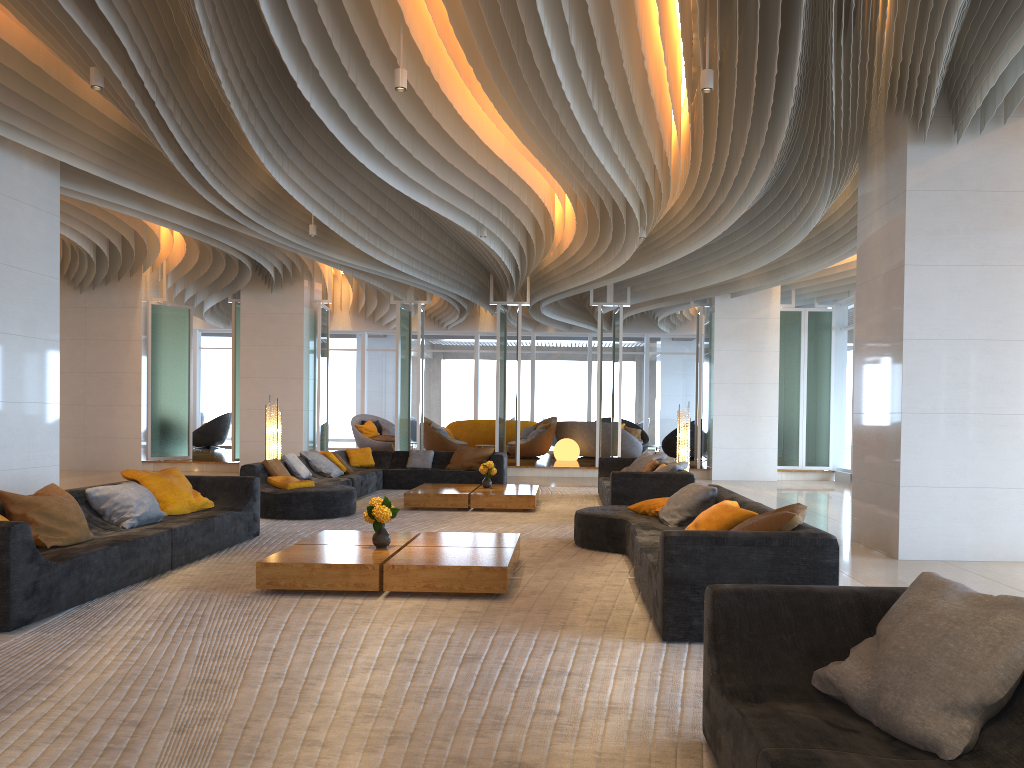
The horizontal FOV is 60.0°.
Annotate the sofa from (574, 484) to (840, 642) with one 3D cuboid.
[{"bbox_3d":[1.187,1.131,6.598,1.350,0.583,4.146,1,-2,2],"label":"sofa"}]

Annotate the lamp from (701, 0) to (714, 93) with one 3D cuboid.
[{"bbox_3d":[1.390,-2.830,6.266,0.089,1.507,0.088,1,1,-7],"label":"lamp"}]

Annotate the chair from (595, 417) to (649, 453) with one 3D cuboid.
[{"bbox_3d":[2.751,1.348,22.554,1.531,1.006,1.126,1,-1,-15],"label":"chair"}]

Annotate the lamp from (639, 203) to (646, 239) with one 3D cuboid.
[{"bbox_3d":[1.690,-2.635,11.437,0.090,1.507,0.087,0,2,-43],"label":"lamp"}]

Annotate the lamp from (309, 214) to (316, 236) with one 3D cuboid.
[{"bbox_3d":[-2.589,-2.686,11.547,0.090,1.507,0.087,0,2,-43],"label":"lamp"}]

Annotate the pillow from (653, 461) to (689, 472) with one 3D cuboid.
[{"bbox_3d":[1.712,1.080,10.214,0.540,0.378,0.647,0,-1,25],"label":"pillow"}]

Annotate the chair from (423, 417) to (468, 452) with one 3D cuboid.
[{"bbox_3d":[-1.580,1.208,20.287,1.129,1.006,1.527,1,-1,11],"label":"chair"}]

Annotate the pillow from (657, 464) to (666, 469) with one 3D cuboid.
[{"bbox_3d":[1.726,1.127,10.728,0.321,0.312,0.409,1,-1,5],"label":"pillow"}]

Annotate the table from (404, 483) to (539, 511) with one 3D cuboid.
[{"bbox_3d":[-0.471,1.477,11.571,1.598,0.220,1.603,1,-2,2],"label":"table"}]

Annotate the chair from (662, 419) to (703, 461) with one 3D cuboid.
[{"bbox_3d":[4.262,1.311,21.013,1.538,1.006,1.120,1,-1,-25],"label":"chair"}]

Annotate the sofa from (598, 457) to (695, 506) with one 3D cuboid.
[{"bbox_3d":[1.652,1.319,11.512,0.940,0.582,3.782,1,-2,3],"label":"sofa"}]

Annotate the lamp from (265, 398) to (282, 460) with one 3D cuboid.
[{"bbox_3d":[-3.454,0.880,12.841,0.250,1.452,0.250,1,1,2],"label":"lamp"}]

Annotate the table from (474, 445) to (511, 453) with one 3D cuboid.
[{"bbox_3d":[-0.458,1.567,20.314,0.826,0.318,1.070,1,-2,-16],"label":"table"}]

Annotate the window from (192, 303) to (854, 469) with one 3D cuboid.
[{"bbox_3d":[3.608,-0.308,8.624,22.506,3.222,53.591,2,-2,-32],"label":"window"}]

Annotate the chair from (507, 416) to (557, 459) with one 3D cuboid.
[{"bbox_3d":[0.474,1.255,20.818,1.143,1.006,1.509,1,-1,-10],"label":"chair"}]

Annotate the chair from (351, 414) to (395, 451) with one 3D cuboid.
[{"bbox_3d":[-3.381,1.267,22.487,1.545,1.006,1.116,2,-1,-45],"label":"chair"}]

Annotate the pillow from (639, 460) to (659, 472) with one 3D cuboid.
[{"bbox_3d":[1.800,1.173,11.954,0.322,0.312,0.408,1,-1,1],"label":"pillow"}]

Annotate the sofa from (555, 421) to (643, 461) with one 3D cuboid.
[{"bbox_3d":[1.950,1.320,20.665,1.129,0.901,2.518,1,-2,-37],"label":"sofa"}]

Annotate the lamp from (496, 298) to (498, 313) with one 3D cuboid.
[{"bbox_3d":[-0.310,-2.349,19.846,0.088,1.507,0.089,1,1,11],"label":"lamp"}]

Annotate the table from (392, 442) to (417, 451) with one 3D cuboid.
[{"bbox_3d":[-2.429,1.603,21.973,1.074,0.318,0.822,0,-2,9],"label":"table"}]

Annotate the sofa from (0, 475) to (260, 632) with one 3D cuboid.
[{"bbox_3d":[-2.931,1.072,6.457,0.940,0.582,3.782,1,-2,3],"label":"sofa"}]

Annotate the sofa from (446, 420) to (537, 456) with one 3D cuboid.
[{"bbox_3d":[-0.444,1.347,22.225,2.574,0.902,1.104,1,-1,-8],"label":"sofa"}]

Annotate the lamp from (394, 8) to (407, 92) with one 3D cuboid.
[{"bbox_3d":[-0.787,-2.856,6.324,0.090,1.507,0.088,0,1,-25],"label":"lamp"}]

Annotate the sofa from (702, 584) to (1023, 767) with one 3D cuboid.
[{"bbox_3d":[0.999,0.927,1.162,1.330,0.582,4.207,0,-2,10],"label":"sofa"}]

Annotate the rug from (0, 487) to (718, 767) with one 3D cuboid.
[{"bbox_3d":[-0.762,1.407,6.740,5.504,0.022,16.244,1,-2,3],"label":"rug"}]

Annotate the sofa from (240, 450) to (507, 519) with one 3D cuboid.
[{"bbox_3d":[-1.631,1.265,12.166,2.821,0.654,5.096,1,-2,3],"label":"sofa"}]

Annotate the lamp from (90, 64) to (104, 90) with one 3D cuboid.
[{"bbox_3d":[-2.980,-2.883,6.372,0.089,1.507,0.088,1,1,-7],"label":"lamp"}]

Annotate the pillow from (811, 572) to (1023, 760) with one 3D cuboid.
[{"bbox_3d":[1.256,0.792,2.621,0.553,0.378,0.631,1,-1,-19],"label":"pillow"}]

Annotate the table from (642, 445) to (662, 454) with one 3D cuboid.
[{"bbox_3d":[3.233,1.662,21.579,1.095,0.318,0.807,2,-2,-26],"label":"table"}]

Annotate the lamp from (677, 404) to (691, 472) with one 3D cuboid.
[{"bbox_3d":[2.639,0.989,13.652,0.250,1.452,0.250,1,1,2],"label":"lamp"}]

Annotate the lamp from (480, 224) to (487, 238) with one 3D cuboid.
[{"bbox_3d":[-0.366,-2.659,11.489,0.090,1.507,0.087,0,2,-43],"label":"lamp"}]

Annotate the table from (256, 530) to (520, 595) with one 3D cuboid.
[{"bbox_3d":[-0.781,1.282,6.414,1.598,0.220,1.603,1,-2,2],"label":"table"}]
